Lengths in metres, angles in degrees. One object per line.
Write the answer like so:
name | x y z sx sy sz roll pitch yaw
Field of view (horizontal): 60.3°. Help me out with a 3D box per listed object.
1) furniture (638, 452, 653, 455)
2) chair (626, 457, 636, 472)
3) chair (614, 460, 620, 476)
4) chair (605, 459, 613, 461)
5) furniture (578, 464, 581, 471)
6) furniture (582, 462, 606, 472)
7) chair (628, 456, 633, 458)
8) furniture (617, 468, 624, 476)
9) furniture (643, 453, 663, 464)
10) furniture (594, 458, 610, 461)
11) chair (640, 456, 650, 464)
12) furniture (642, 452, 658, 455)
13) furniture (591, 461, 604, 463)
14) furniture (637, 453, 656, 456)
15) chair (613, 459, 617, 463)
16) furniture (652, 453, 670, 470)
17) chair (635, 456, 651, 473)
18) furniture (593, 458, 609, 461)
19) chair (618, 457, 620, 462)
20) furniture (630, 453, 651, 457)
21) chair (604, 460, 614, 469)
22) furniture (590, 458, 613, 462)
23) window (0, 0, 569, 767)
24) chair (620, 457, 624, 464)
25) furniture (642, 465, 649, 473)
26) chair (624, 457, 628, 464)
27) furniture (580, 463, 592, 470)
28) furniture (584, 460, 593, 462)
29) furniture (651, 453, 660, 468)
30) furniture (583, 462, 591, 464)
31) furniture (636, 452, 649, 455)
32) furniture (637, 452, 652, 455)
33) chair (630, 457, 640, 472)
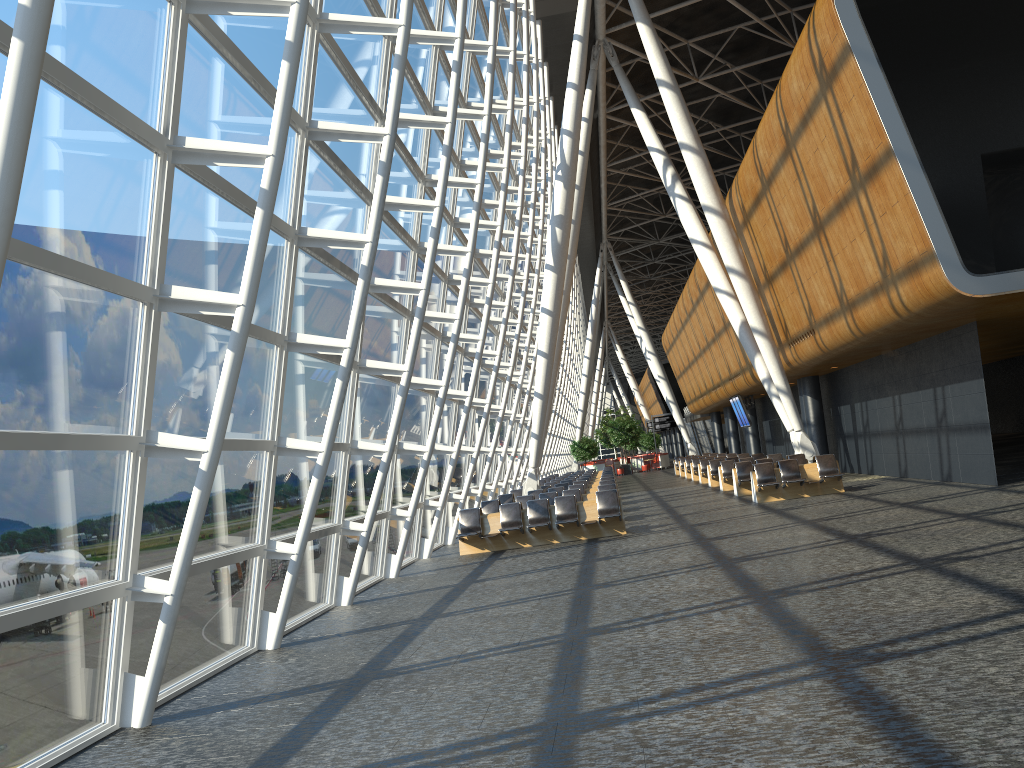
furniture | 14.952 8.114 97.796 1.899 0.869 1.661 -8 -4 6
chair | 8.311 5.531 60.538 0.666 1.011 0.618 -9 -1 41
chair | 6.534 5.437 56.831 0.665 1.011 0.619 -9 -1 31
chair | 7.146 6.164 65.638 0.627 1.010 0.657 -8 -1 31
furniture | 7.477 7.546 80.307 3.256 0.869 1.661 -8 -4 6
furniture | 5.444 5.620 57.168 0.883 1.007 2.851 -7 -4 -27
chair | 9.279 5.974 66.814 0.627 1.011 0.656 -9 -1 41
furniture | 6.848 5.550 55.527 0.440 0.460 0.446 -6 -3 -41
furniture | 9.553 5.337 60.318 0.883 1.007 2.851 -7 -4 -27
furniture | 9.441 8.921 98.191 3.256 0.869 1.661 -8 -4 6
chair | 8.686 5.263 58.208 0.618 1.010 0.666 -7 -1 -39
furniture | 13.971 7.427 88.854 1.899 0.869 1.661 -8 -4 6
furniture | 6.261 6.193 64.614 0.883 1.007 2.851 -7 -4 -27
furniture | 10.371 5.909 67.765 0.883 1.007 2.851 -7 -4 -27
chair | 7.352 6.010 64.278 0.665 1.011 0.619 -9 -1 31
furniture | 9.741 5.038 57.366 0.892 1.007 2.823 -9 -4 18
chair | 8.514 5.186 57.109 0.656 1.011 0.627 -7 -1 -39
furniture | 9.768 9.150 101.171 3.256 0.869 1.661 -8 -4 6
chair | 8.967 6.822 75.537 0.659 1.011 0.624 -8 -1 -9
furniture | 10.445 6.242 71.485 2.809 1.008 0.896 -4 -4 -41
chair | 6.329 5.591 58.191 0.627 1.010 0.657 -8 -1 31
furniture | 7.919 7.023 76.130 2.809 1.008 0.896 -4 -4 -41
window | 6.149 1.370 83.637 3.725 14.022 166.399 -8 -5 6
chair | 9.253 6.445 71.882 0.659 1.011 0.624 -8 -1 -9
furniture | 8.444 5.351 55.780 0.445 0.460 0.442 -9 -2 18
chair | 9.129 6.103 67.985 0.666 1.011 0.618 -9 -1 41
furniture | 5.256 5.919 60.120 0.892 1.007 2.823 -9 -4 18
furniture | 10.096 9.379 104.152 3.256 0.869 1.661 -8 -4 6
furniture | 10.559 5.611 64.813 0.892 1.007 2.823 -9 -4 18
furniture | 6.074 6.491 67.566 0.892 1.007 2.823 -9 -4 18
furniture | 15.934 8.802 106.738 1.899 0.869 1.661 -8 -4 6
furniture | 15.280 8.343 100.777 1.899 0.869 1.661 -8 -4 6
chair | 8.462 5.402 59.367 0.627 1.011 0.656 -9 -1 41
